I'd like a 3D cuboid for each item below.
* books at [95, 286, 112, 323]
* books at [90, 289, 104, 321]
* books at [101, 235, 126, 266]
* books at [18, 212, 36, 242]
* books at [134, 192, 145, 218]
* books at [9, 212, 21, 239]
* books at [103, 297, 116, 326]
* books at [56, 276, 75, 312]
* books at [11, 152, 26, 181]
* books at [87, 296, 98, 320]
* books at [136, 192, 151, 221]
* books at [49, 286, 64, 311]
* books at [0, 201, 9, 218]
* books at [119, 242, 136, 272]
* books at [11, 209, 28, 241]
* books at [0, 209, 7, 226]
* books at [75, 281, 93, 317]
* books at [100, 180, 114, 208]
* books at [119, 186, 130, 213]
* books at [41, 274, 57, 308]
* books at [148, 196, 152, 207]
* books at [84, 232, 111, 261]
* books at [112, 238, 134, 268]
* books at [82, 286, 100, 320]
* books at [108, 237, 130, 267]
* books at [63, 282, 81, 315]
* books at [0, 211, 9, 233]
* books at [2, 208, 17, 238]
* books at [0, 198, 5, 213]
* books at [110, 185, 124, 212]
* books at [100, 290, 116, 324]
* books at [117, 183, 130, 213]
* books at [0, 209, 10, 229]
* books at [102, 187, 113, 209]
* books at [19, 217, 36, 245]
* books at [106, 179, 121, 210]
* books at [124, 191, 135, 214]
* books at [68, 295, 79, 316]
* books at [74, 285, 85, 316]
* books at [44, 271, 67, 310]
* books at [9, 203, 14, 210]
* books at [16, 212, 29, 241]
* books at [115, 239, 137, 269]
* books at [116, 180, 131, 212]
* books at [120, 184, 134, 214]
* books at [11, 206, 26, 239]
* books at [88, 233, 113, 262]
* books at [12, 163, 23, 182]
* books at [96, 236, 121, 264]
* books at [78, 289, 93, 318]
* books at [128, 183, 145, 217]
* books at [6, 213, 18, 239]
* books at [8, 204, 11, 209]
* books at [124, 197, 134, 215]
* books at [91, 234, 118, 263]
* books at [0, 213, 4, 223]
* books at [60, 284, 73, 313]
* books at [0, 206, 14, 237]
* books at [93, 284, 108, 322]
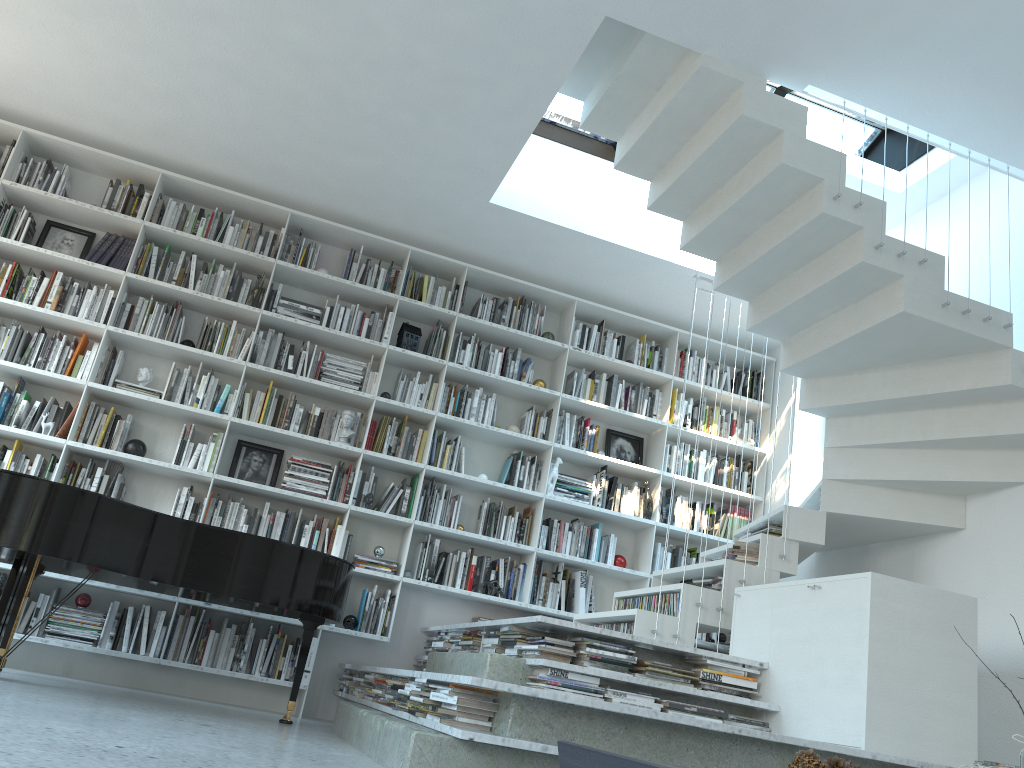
[{"bbox_3d":[-2.577,-0.458,5.597,0.022,0.288,0.170,15,-20,-14],"label":"books"},{"bbox_3d":[-2.617,-0.452,5.600,0.024,0.265,0.155,15,-20,-14],"label":"books"},{"bbox_3d":[-2.569,-0.808,5.700,0.097,0.281,0.174,15,-20,-14],"label":"books"},{"bbox_3d":[-3.052,-0.931,5.568,0.012,0.253,0.167,15,-20,-14],"label":"books"},{"bbox_3d":[-2.460,-1.120,5.847,0.022,0.259,0.152,15,-20,-14],"label":"books"},{"bbox_3d":[-3.104,-0.939,5.556,0.019,0.243,0.154,15,-20,-14],"label":"books"},{"bbox_3d":[-2.514,-0.408,5.574,0.039,0.201,0.236,15,-20,-14],"label":"books"},{"bbox_3d":[-2.794,-0.513,5.550,0.025,0.285,0.161,15,-20,-14],"label":"books"},{"bbox_3d":[-3.154,-1.324,5.666,0.007,0.284,0.160,15,-20,-14],"label":"books"},{"bbox_3d":[-2.637,-0.431,5.577,0.013,0.205,0.173,15,-20,-14],"label":"books"},{"bbox_3d":[-2.431,-1.113,5.841,0.031,0.253,0.178,15,-20,-14],"label":"books"},{"bbox_3d":[-2.819,-0.485,5.504,0.029,0.194,0.192,15,-20,-14],"label":"books"},{"bbox_3d":[-3.197,-0.984,5.540,0.006,0.286,0.148,15,-20,-14],"label":"books"},{"bbox_3d":[-2.475,-0.783,5.731,0.079,0.284,0.174,15,-20,-14],"label":"books"},{"bbox_3d":[-3.076,-0.942,5.554,0.023,0.257,0.184,15,-20,-14],"label":"books"},{"bbox_3d":[-3.183,-0.955,5.541,0.005,0.237,0.154,15,-20,-14],"label":"books"},{"bbox_3d":[-2.689,-0.485,5.566,0.012,0.280,0.188,15,-20,-14],"label":"books"},{"bbox_3d":[-2.654,-1.182,5.799,0.013,0.277,0.151,15,-20,-14],"label":"books"},{"bbox_3d":[-2.539,-1.150,5.808,0.010,0.262,0.157,15,-20,-14],"label":"books"},{"bbox_3d":[-2.868,-0.532,5.511,0.023,0.270,0.187,15,-20,-14],"label":"books"},{"bbox_3d":[-2.403,-1.099,5.863,0.039,0.251,0.147,15,-20,-14],"label":"books"},{"bbox_3d":[-2.664,-0.828,5.685,0.110,0.278,0.174,15,-20,-14],"label":"books"},{"bbox_3d":[-2.524,-0.790,5.737,0.079,0.284,0.174,15,-20,-14],"label":"books"},{"bbox_3d":[-2.645,-0.466,5.570,0.022,0.262,0.175,15,-20,-14],"label":"books"},{"bbox_3d":[-2.544,-0.797,5.727,0.079,0.284,0.174,15,-20,-14],"label":"books"},{"bbox_3d":[-2.760,-0.490,5.559,0.029,0.260,0.158,15,-20,-14],"label":"books"},{"bbox_3d":[-3.155,-0.944,5.521,0.004,0.213,0.187,15,-20,-14],"label":"books"},{"bbox_3d":[-3.131,-0.953,5.533,0.004,0.245,0.189,15,-20,-14],"label":"books"},{"bbox_3d":[-3.207,-0.994,5.528,0.005,0.291,0.184,15,-20,-14],"label":"books"},{"bbox_3d":[-2.583,-1.155,5.795,0.028,0.248,0.156,15,-20,-14],"label":"books"},{"bbox_3d":[-2.552,-0.440,5.597,0.035,0.263,0.178,15,-20,-14],"label":"books"},{"bbox_3d":[-2.552,-1.158,5.820,0.013,0.282,0.167,15,-20,-14],"label":"books"},{"bbox_3d":[-3.163,-0.950,5.531,0.009,0.227,0.185,15,-20,-14],"label":"books"},{"bbox_3d":[-2.637,-1.152,5.783,0.028,0.217,0.153,15,-20,-14],"label":"books"},{"bbox_3d":[-3.041,-0.911,5.557,0.012,0.213,0.186,15,-20,-14],"label":"books"},{"bbox_3d":[-2.605,-1.175,5.795,0.024,0.278,0.188,15,-20,-14],"label":"books"},{"bbox_3d":[-2.528,-1.131,5.840,0.013,0.253,0.129,15,-20,-14],"label":"books"},{"bbox_3d":[-2.743,-0.449,5.551,0.022,0.185,0.137,15,-20,-14],"label":"books"},{"bbox_3d":[-2.718,-0.477,5.574,0.035,0.259,0.131,15,-20,-14],"label":"books"},{"bbox_3d":[-2.840,-0.534,5.515,0.030,0.284,0.185,15,-20,-14],"label":"books"},{"bbox_3d":[-3.170,-0.976,5.553,0.006,0.288,0.144,15,-20,-14],"label":"books"},{"bbox_3d":[-3.063,-0.931,5.565,0.011,0.249,0.168,15,-20,-14],"label":"books"},{"bbox_3d":[-2.501,-0.785,5.739,0.079,0.284,0.174,15,-20,-14],"label":"books"},{"bbox_3d":[-2.566,-1.175,5.836,0.014,0.319,0.137,15,-20,-14],"label":"books"},{"bbox_3d":[-2.528,-1.152,5.813,0.011,0.273,0.184,15,-20,-14],"label":"books"},{"bbox_3d":[-3.090,-0.953,5.563,0.005,0.280,0.191,15,-20,-14],"label":"books"},{"bbox_3d":[-2.646,-0.820,5.699,0.110,0.278,0.174,15,-20,-14],"label":"books"},{"bbox_3d":[-3.147,-1.286,5.648,0.017,0.203,0.143,15,-20,-14],"label":"books"},{"bbox_3d":[-2.603,-0.808,5.710,0.110,0.278,0.174,15,-20,-14],"label":"books"},{"bbox_3d":[-2.672,-0.458,5.559,0.030,0.230,0.173,15,-20,-14],"label":"books"},{"bbox_3d":[-2.471,-1.149,5.826,0.025,0.296,0.164,15,-20,-14],"label":"books"},{"bbox_3d":[-3.114,-0.933,5.539,0.018,0.218,0.187,15,-20,-14],"label":"books"},{"bbox_3d":[-3.175,-0.972,5.548,0.005,0.276,0.147,15,-20,-14],"label":"books"},{"bbox_3d":[-2.508,-1.103,5.812,0.027,0.189,0.178,15,-20,-14],"label":"books"},{"bbox_3d":[-2.619,-0.819,5.688,0.110,0.278,0.174,15,-20,-14],"label":"books"},{"bbox_3d":[-3.195,-0.942,5.533,0.015,0.206,0.173,15,-20,-14],"label":"books"},{"bbox_3d":[-2.778,-0.486,5.536,0.013,0.231,0.172,15,-20,-14],"label":"books"},{"bbox_3d":[-3.149,-0.960,5.542,0.009,0.259,0.184,15,-20,-14],"label":"books"},{"bbox_3d":[-2.589,-0.466,5.582,0.012,0.290,0.183,15,-20,-14],"label":"books"}]
